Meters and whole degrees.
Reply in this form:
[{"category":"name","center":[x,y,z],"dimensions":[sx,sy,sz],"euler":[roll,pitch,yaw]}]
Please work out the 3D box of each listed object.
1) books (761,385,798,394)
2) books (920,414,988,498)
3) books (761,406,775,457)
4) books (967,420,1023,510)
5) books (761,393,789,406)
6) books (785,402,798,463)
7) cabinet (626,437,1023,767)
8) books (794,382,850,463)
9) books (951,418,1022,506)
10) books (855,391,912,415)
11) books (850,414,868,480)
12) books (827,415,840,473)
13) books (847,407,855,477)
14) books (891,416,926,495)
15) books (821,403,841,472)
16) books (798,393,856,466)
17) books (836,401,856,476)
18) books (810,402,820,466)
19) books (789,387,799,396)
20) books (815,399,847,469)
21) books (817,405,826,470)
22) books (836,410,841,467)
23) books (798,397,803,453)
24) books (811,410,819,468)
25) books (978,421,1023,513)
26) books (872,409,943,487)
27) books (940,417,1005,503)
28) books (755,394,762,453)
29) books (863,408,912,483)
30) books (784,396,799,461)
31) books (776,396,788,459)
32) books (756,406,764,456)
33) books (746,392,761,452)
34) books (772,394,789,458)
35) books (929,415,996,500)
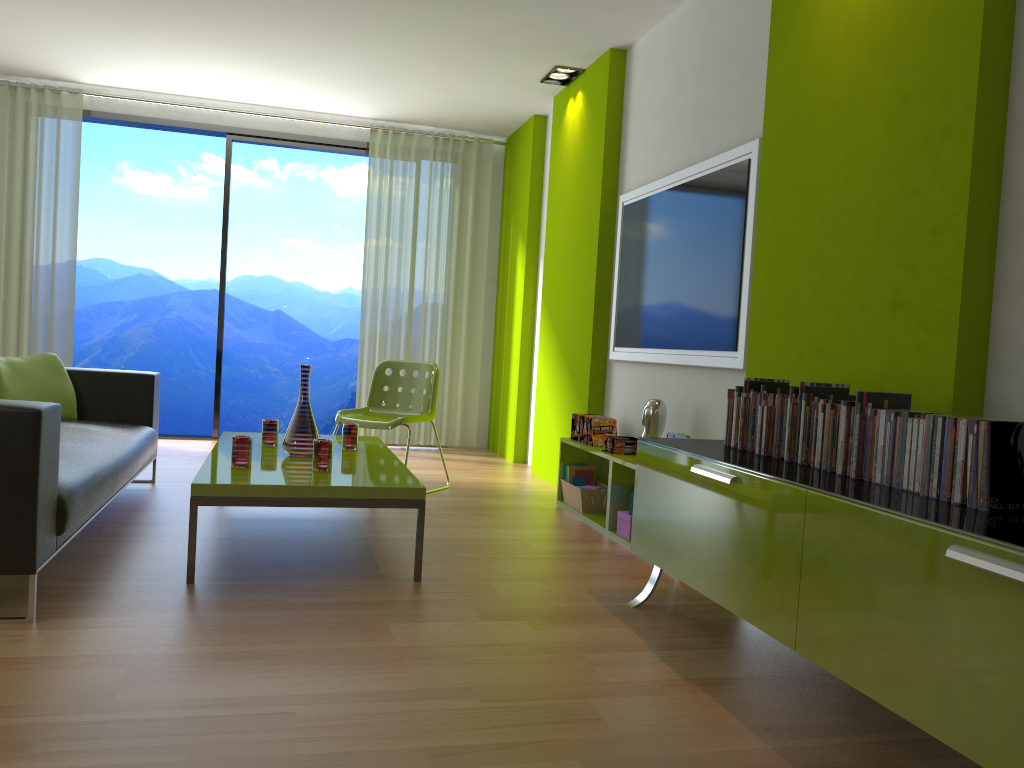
[{"category":"books","center":[0.868,0.119,2.881],"dimensions":[0.144,0.227,0.025],"euler":[3,2,-15]},{"category":"books","center":[1.043,0.175,2.093],"dimensions":[0.154,0.200,0.031],"euler":[3,2,-15]},{"category":"books","center":[0.872,0.155,2.785],"dimensions":[0.185,0.164,0.025],"euler":[3,2,-15]},{"category":"books","center":[1.078,0.181,1.956],"dimensions":[0.154,0.202,0.048],"euler":[3,2,-15]},{"category":"books","center":[0.868,0.133,2.838],"dimensions":[0.163,0.201,0.025],"euler":[3,2,-15]},{"category":"books","center":[0.906,0.151,2.663],"dimensions":[0.180,0.185,0.025],"euler":[3,2,-15]},{"category":"cabinet","center":[1.076,0.586,1.606],"dimensions":[0.547,0.593,3.384],"euler":[3,2,-15]},{"category":"books","center":[0.922,0.121,2.643],"dimensions":[0.163,0.248,0.017],"euler":[3,2,-15]},{"category":"books","center":[1.068,0.180,1.995],"dimensions":[0.154,0.200,0.031],"euler":[3,2,-15]},{"category":"books","center":[0.981,0.141,2.364],"dimensions":[0.161,0.239,0.020],"euler":[3,2,-15]},{"category":"books","center":[0.977,0.173,2.339],"dimensions":[0.178,0.177,0.030],"euler":[3,2,-15]},{"category":"books","center":[0.953,0.172,2.464],"dimensions":[0.161,0.166,0.020],"euler":[3,2,-15]},{"category":"books","center":[0.976,0.162,2.383],"dimensions":[0.159,0.196,0.016],"euler":[3,2,-15]},{"category":"books","center":[1.023,0.178,2.163],"dimensions":[0.131,0.185,0.112],"euler":[3,2,-15]},{"category":"books","center":[0.948,0.156,2.487],"dimensions":[0.161,0.196,0.030],"euler":[3,2,-15]},{"category":"books","center":[0.926,0.138,2.606],"dimensions":[0.172,0.217,0.031],"euler":[3,2,-15]},{"category":"books","center":[0.965,0.153,2.406],"dimensions":[0.170,0.209,0.036],"euler":[3,2,-15]},{"category":"books","center":[0.942,0.152,2.582],"dimensions":[0.151,0.193,0.025],"euler":[3,2,-15]},{"category":"books","center":[0.911,0.127,2.723],"dimensions":[0.144,0.229,0.025],"euler":[3,2,-15]},{"category":"books","center":[0.948,0.149,2.539],"dimensions":[0.163,0.204,0.025],"euler":[3,2,-15]},{"category":"books","center":[0.942,0.157,2.512],"dimensions":[0.161,0.191,0.021],"euler":[3,2,-15]},{"category":"books","center":[0.966,0.164,2.441],"dimensions":[0.150,0.186,0.030],"euler":[3,2,-15]},{"category":"books","center":[0.925,0.144,2.629],"dimensions":[0.161,0.204,0.014],"euler":[3,2,-15]},{"category":"books","center":[0.941,0.164,2.560],"dimensions":[0.163,0.173,0.017],"euler":[3,2,-15]},{"category":"books","center":[1.086,0.183,1.926],"dimensions":[0.154,0.202,0.048],"euler":[3,2,-15]},{"category":"books","center":[1.002,0.167,2.250],"dimensions":[0.140,0.197,0.069],"euler":[3,2,-15]},{"category":"books","center":[1.059,0.178,2.029],"dimensions":[0.154,0.200,0.031],"euler":[3,2,-15]},{"category":"books","center":[0.863,0.135,2.859],"dimensions":[0.163,0.196,0.018],"euler":[3,2,-15]},{"category":"books","center":[0.994,0.166,2.308],"dimensions":[0.161,0.196,0.038],"euler":[3,2,-15]},{"category":"books","center":[0.908,0.141,2.693],"dimensions":[0.163,0.204,0.033],"euler":[3,2,-15]},{"category":"books","center":[0.895,0.141,2.742],"dimensions":[0.163,0.198,0.018],"euler":[3,2,-15]},{"category":"books","center":[0.863,0.154,2.812],"dimensions":[0.185,0.162,0.025],"euler":[3,2,-15]},{"category":"books","center":[0.850,0.129,2.907],"dimensions":[0.163,0.201,0.032],"euler":[3,2,-15]},{"category":"books","center":[0.890,0.137,2.763],"dimensions":[0.163,0.204,0.025],"euler":[3,2,-15]},{"category":"books","center":[1.050,0.176,2.063],"dimensions":[0.154,0.200,0.031],"euler":[3,2,-15]}]
